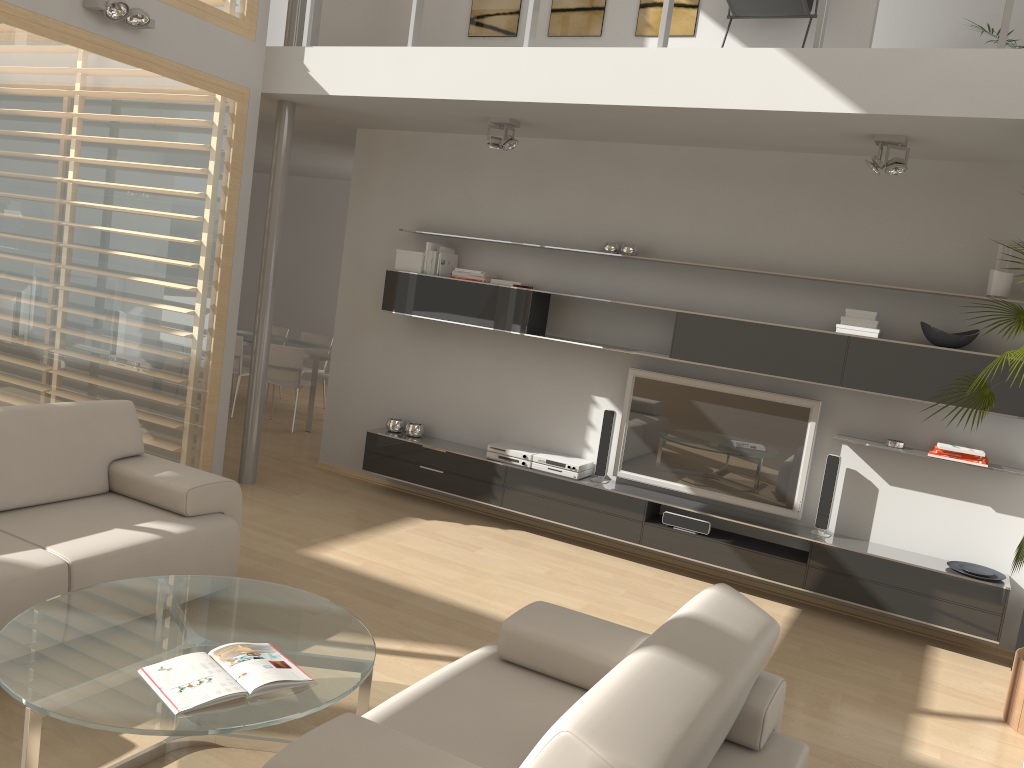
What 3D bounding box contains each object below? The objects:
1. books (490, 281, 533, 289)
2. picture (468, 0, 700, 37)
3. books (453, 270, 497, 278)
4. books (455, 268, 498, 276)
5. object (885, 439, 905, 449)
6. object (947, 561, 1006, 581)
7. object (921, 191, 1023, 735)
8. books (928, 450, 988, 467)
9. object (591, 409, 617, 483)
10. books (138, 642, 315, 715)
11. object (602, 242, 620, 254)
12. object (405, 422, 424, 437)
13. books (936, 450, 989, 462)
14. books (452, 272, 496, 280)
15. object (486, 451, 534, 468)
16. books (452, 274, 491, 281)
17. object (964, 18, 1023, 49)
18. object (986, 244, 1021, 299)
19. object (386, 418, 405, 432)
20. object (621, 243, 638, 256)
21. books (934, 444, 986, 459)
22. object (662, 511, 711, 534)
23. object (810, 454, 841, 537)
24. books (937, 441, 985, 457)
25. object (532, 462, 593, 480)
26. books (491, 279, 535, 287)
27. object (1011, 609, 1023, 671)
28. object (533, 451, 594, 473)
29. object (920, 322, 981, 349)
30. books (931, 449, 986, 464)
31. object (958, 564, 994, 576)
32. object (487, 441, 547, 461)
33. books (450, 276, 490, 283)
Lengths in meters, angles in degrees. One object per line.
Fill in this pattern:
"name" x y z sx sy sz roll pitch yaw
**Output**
"books" -0.001 -0.685 6.147 0.190 0.015 0.254 12 8 33
"picture" 0.544 -3.244 5.917 1.684 1.800 0.010 11 7 27
"books" -0.261 -0.774 6.258 0.254 0.015 0.190 11 7 28
"books" -0.249 -0.790 6.266 0.227 0.017 0.230 11 7 22
"object" 2.203 0.344 5.100 0.105 0.035 0.106 4 7 -27
"object" 2.550 1.032 4.877 0.294 0.020 0.294 5 7 -24
"object" 2.296 0.305 3.282 0.983 2.668 2.706 9 7 7
"books" 2.478 0.413 4.929 0.296 0.013 0.210 11 7 27
"object" 0.622 0.410 5.910 0.111 0.483 0.116 11 7 23
"books" -0.876 0.888 2.737 0.440 0.037 0.297 2 9 -43
"object" 0.658 -0.902 5.884 0.115 0.081 0.115 9 7 8
"object" -0.723 0.342 6.604 0.143 0.091 0.143 4 8 -31
"books" 2.494 0.390 4.921 0.254 0.015 0.190 11 7 23
"books" -0.268 -0.761 6.266 0.254 0.015 0.190 11 7 23
"object" 0.026 0.516 6.187 0.349 0.049 0.262 11 7 27
"books" -0.261 -0.746 6.264 0.268 0.011 0.190 11 7 28
"object" 3.195 -1.999 4.971 1.331 1.069 1.491 11 7 24
"object" 2.661 -0.607 4.814 0.129 0.291 0.129 8 7 -1
"object" -0.879 0.311 6.684 0.143 0.091 0.143 4 8 -31
"object" 0.767 -0.875 5.780 0.115 0.081 0.115 9 7 8
"books" 2.490 0.374 4.925 0.254 0.015 0.190 11 7 28
"object" 1.097 0.870 5.541 0.300 0.092 0.085 11 7 27
"object" 1.878 0.658 5.273 0.111 0.483 0.116 12 8 33
"books" 2.483 0.358 4.913 0.227 0.017 0.230 11 7 22
"object" 0.340 0.577 6.033 0.349 0.049 0.250 11 7 27
"books" 0.010 -0.699 6.135 0.230 0.017 0.227 11 7 27
"object" 2.799 1.373 4.735 0.150 0.374 0.275 13 8 37
"object" 0.344 0.530 6.022 0.349 0.049 0.262 11 7 27
"object" 2.416 -0.262 4.909 0.317 0.125 0.223 9 7 5
"books" 2.482 0.402 4.925 0.268 0.011 0.190 11 7 28
"object" 2.550 1.030 4.877 0.178 0.020 0.178 9 7 10
"object" 0.033 0.468 6.181 0.349 0.049 0.262 11 7 27
"books" -0.259 -0.734 6.263 0.297 0.013 0.210 11 7 27
